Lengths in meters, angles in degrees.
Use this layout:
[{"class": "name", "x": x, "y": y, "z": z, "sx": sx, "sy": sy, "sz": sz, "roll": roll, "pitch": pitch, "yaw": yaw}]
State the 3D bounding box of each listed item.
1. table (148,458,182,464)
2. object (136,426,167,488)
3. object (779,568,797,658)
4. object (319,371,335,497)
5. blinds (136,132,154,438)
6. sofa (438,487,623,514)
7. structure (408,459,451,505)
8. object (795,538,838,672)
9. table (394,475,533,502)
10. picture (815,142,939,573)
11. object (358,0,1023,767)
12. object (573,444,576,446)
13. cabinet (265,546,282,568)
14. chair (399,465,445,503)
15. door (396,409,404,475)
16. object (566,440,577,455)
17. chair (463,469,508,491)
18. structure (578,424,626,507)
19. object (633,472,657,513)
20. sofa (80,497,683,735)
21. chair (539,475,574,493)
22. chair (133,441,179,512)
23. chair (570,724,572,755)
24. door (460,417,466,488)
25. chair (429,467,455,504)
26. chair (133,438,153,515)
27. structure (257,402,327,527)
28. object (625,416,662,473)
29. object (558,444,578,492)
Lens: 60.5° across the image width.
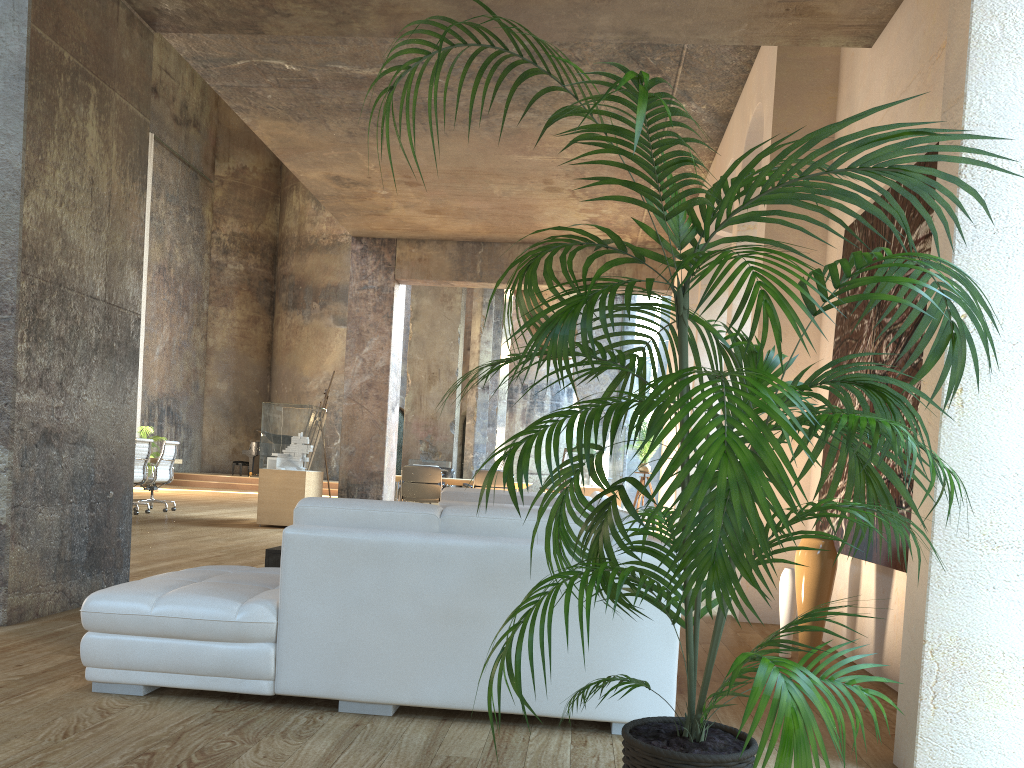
[{"class": "table", "x": -6.175, "y": 1.090, "z": 9.718, "sx": 1.600, "sy": 0.758, "sz": 7.738, "roll": 3, "pitch": -6, "yaw": 5}, {"class": "object", "x": -8.716, "y": 1.732, "z": 20.868, "sx": 1.092, "sy": 1.458, "sz": 1.129, "roll": 3, "pitch": -1, "yaw": -4}, {"class": "object", "x": 1.395, "y": 1.155, "z": 4.441, "sx": 0.100, "sy": 0.453, "sz": 0.101, "roll": 4, "pitch": 2, "yaw": 29}, {"class": "object", "x": -2.741, "y": 0.875, "z": 12.121, "sx": 0.684, "sy": 2.150, "sz": 0.700, "roll": 3, "pitch": 1, "yaw": 4}, {"class": "blinds", "x": -9.418, "y": -2.268, "z": 18.036, "sx": 0.275, "sy": 8.651, "sz": 7.842, "roll": 4, "pitch": -2, "yaw": 6}, {"class": "sofa", "x": -0.100, "y": 1.258, "z": 7.650, "sx": 2.062, "sy": 0.721, "sz": 2.937, "roll": 3, "pitch": -5, "yaw": 5}, {"class": "structure", "x": -1.685, "y": 2.059, "z": 17.850, "sx": 0.743, "sy": 1.016, "sz": 0.736, "roll": 3, "pitch": -1, "yaw": 5}, {"class": "object", "x": 1.418, "y": 1.036, "z": 4.141, "sx": 0.174, "sy": 0.631, "sz": 0.237, "roll": 3, "pitch": 1, "yaw": -7}, {"class": "table", "x": -0.899, "y": 1.956, "z": 14.842, "sx": 2.408, "sy": 0.701, "sz": 1.107, "roll": 3, "pitch": -4, "yaw": 4}, {"class": "picture", "x": 1.724, "y": -0.053, "z": 4.161, "sx": 0.069, "sy": 1.772, "sz": 1.505, "roll": 4, "pitch": -1, "yaw": 5}, {"class": "object", "x": 0.362, "y": 0.159, "z": 2.014, "sx": 1.399, "sy": 1.815, "sz": 1.359, "roll": 3, "pitch": -1, "yaw": 10}, {"class": "object", "x": 1.669, "y": 1.530, "z": 19.809, "sx": 0.686, "sy": 0.940, "sz": 0.862, "roll": 3, "pitch": -2, "yaw": 25}, {"class": "cabinet", "x": -1.082, "y": 1.150, "z": 5.414, "sx": 0.395, "sy": 0.369, "sz": 1.566, "roll": 3, "pitch": -5, "yaw": 5}, {"class": "chair", "x": -1.449, "y": 1.759, "z": 14.159, "sx": 0.730, "sy": 0.893, "sz": 0.822, "roll": 3, "pitch": -2, "yaw": -2}, {"class": "door", "x": -3.562, "y": 1.814, "z": 26.104, "sx": 0.906, "sy": 2.300, "sz": 0.091, "roll": 3, "pitch": 2, "yaw": -37}, {"class": "object", "x": 1.457, "y": 1.268, "z": 17.359, "sx": 0.858, "sy": 0.941, "sz": 0.689, "roll": 3, "pitch": -1, "yaw": 7}, {"class": "chair", "x": -0.440, "y": 1.814, "z": 14.112, "sx": 0.732, "sy": 0.893, "sz": 0.820, "roll": 4, "pitch": -2, "yaw": -22}, {"class": "structure", "x": 1.171, "y": 1.351, "z": 11.854, "sx": 0.594, "sy": 1.549, "sz": 0.742, "roll": 3, "pitch": 0, "yaw": 5}, {"class": "object", "x": 1.764, "y": 1.719, "z": 12.292, "sx": 0.661, "sy": 0.973, "sz": 0.568, "roll": 4, "pitch": 0, "yaw": -31}, {"class": "sofa", "x": -0.427, "y": 0.812, "z": 3.460, "sx": 2.066, "sy": 0.722, "sz": 1.074, "roll": 3, "pitch": -3, "yaw": 4}, {"class": "chair", "x": 0.589, "y": 1.937, "z": 14.722, "sx": 0.821, "sy": 0.893, "sz": 0.730, "roll": 3, "pitch": -1, "yaw": -1}, {"class": "chair", "x": -5.231, "y": 1.322, "z": 12.724, "sx": 0.698, "sy": 1.027, "sz": 0.666, "roll": 3, "pitch": 0, "yaw": 10}, {"class": "chair", "x": -3.767, "y": 1.399, "z": 12.565, "sx": 12.941, "sy": 1.031, "sz": 31.601, "roll": 3, "pitch": -6, "yaw": 5}, {"class": "door", "x": -1.220, "y": 2.102, "z": 25.919, "sx": 0.111, "sy": 2.635, "sz": 0.898, "roll": 2, "pitch": 2, "yaw": -43}, {"class": "chair", "x": -1.435, "y": 1.911, "z": 15.645, "sx": 0.728, "sy": 0.893, "sz": 0.823, "roll": 3, "pitch": -2, "yaw": 11}, {"class": "chair", "x": -5.263, "y": 1.232, "z": 11.860, "sx": 0.698, "sy": 1.027, "sz": 0.666, "roll": 3, "pitch": 0, "yaw": 13}, {"class": "structure", "x": -2.806, "y": 1.053, "z": 11.240, "sx": 0.594, "sy": 1.549, "sz": 0.742, "roll": 3, "pitch": 0, "yaw": 5}, {"class": "object", "x": 1.881, "y": 0.773, "z": 12.262, "sx": 0.688, "sy": 0.940, "sz": 0.860, "roll": 3, "pitch": -2, "yaw": -5}, {"class": "object", "x": 1.493, "y": 2.027, "z": 20.964, "sx": 0.698, "sy": 2.150, "sz": 0.686, "roll": 4, "pitch": 1, "yaw": 33}]
